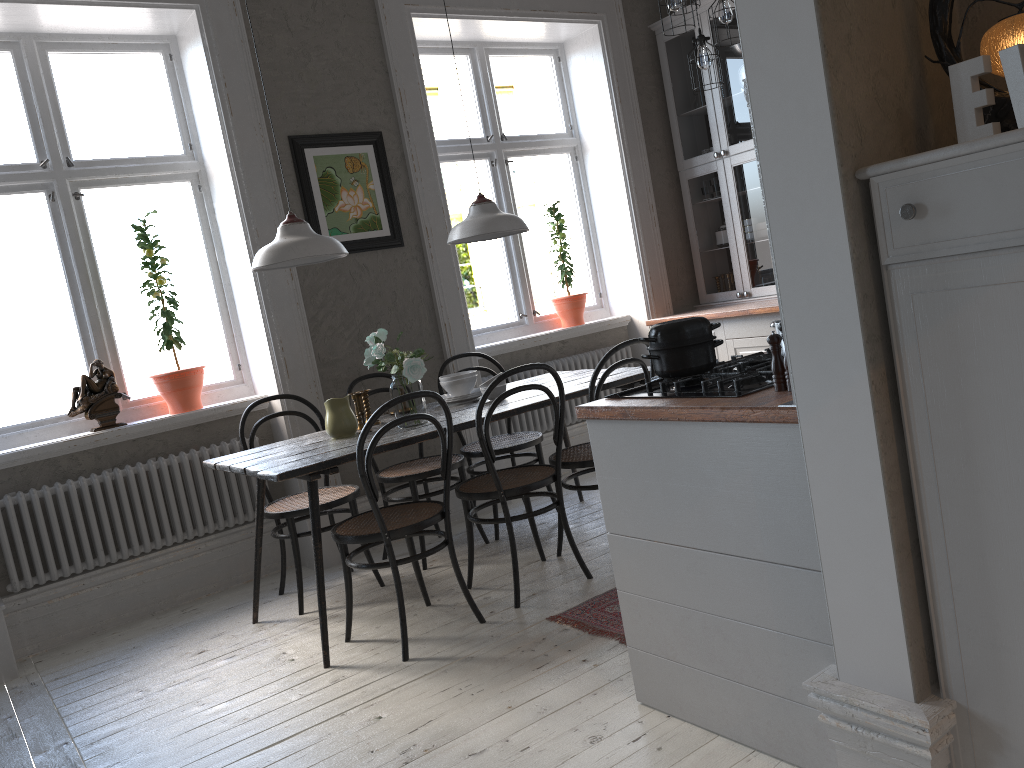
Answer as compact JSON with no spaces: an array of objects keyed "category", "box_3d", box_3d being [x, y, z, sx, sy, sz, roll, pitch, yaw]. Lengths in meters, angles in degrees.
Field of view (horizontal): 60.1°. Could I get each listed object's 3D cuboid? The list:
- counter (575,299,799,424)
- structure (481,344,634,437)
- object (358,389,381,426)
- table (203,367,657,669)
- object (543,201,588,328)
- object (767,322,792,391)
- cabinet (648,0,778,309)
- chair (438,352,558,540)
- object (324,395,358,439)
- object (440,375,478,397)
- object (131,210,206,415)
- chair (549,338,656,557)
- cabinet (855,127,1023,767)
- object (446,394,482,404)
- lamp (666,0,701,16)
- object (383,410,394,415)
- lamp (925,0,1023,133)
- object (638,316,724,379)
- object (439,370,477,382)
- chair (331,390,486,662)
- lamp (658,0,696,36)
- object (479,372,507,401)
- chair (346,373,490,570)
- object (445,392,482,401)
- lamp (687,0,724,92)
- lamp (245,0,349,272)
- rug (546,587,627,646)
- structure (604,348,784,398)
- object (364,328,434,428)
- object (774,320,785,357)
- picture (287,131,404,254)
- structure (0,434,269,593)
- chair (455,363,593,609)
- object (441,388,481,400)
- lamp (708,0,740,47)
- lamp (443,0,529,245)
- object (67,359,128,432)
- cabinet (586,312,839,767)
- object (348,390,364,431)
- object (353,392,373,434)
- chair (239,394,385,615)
[{"category":"counter","box_3d":[1.102,-0.260,4.039,3.456,0.039,3.097,-14,7,-34]},{"category":"structure","box_3d":[0.337,0.047,5.632,1.247,0.428,0.145,-15,7,-36]},{"category":"object","box_3d":[-0.641,0.098,3.909,0.094,0.172,0.098,-6,8,37]},{"category":"table","box_3d":[-0.216,0.475,3.972,1.957,0.735,0.886,-14,7,-35]},{"category":"object","box_3d":[0.330,-0.780,5.778,0.261,0.814,0.258,-11,6,-7]},{"category":"object","box_3d":[0.618,-0.068,2.020,0.036,0.167,0.071,-15,7,-34]},{"category":"cabinet","box_3d":[1.474,-1.473,5.714,0.395,1.922,0.861,-15,7,-34]},{"category":"chair","box_3d":[-0.078,0.287,4.632,0.444,0.921,0.541,-13,7,-22]},{"category":"object","box_3d":[-0.724,0.136,3.694,0.148,0.170,0.137,-9,6,17]},{"category":"object","box_3d":[-0.242,0.019,4.158,0.183,0.094,0.176,-16,8,-43]},{"category":"object","box_3d":[-1.699,-0.349,4.320,0.269,0.992,0.270,-10,6,5]},{"category":"chair","box_3d":[0.406,0.278,3.857,0.446,0.921,0.538,-15,8,-37]},{"category":"cabinet","box_3d":[1.055,0.208,1.482,0.391,1.298,0.653,-15,7,-34]},{"category":"object","box_3d":[-0.232,0.071,4.164,0.240,0.027,0.234,-12,6,-17]},{"category":"lamp","box_3d":[0.646,-2.596,4.048,0.143,1.736,0.150,-5,8,42]},{"category":"object","box_3d":[-0.522,0.080,4.170,0.136,0.112,0.142,-6,7,38]},{"category":"lamp","box_3d":[0.931,-0.602,1.528,0.175,0.558,0.441,-14,7,-26]},{"category":"object","box_3d":[0.459,-0.099,2.390,0.186,0.147,0.196,-6,7,35]},{"category":"object","box_3d":[-0.246,-0.001,4.156,0.183,0.094,0.176,-16,8,-43]},{"category":"chair","box_3d":[-0.429,0.490,3.278,0.446,0.921,0.538,-15,8,-37]},{"category":"lamp","box_3d":[0.594,-2.437,3.893,0.145,1.736,0.148,-9,6,12]},{"category":"object","box_3d":[-0.086,0.013,4.008,0.129,0.119,0.123,-13,6,-19]},{"category":"chair","box_3d":[-0.483,0.389,4.365,0.446,0.921,0.538,-15,8,-37]},{"category":"object","box_3d":[-0.234,0.062,4.163,0.234,0.027,0.241,-8,6,23]},{"category":"lamp","box_3d":[0.801,-2.296,4.231,0.144,1.736,0.149,-8,7,22]},{"category":"lamp","box_3d":[-1.005,-1.383,3.405,0.379,1.860,0.380,-10,6,3]},{"category":"rug","box_3d":[0.839,0.715,3.304,1.314,0.014,0.721,-14,7,-34]},{"category":"structure","box_3d":[0.633,-0.042,2.421,0.617,0.031,0.486,-14,7,-34]},{"category":"object","box_3d":[-0.448,-0.031,3.606,0.256,0.414,0.305,-15,7,-36]},{"category":"object","box_3d":[0.795,-0.144,2.306,0.175,0.134,0.303,-10,6,1]},{"category":"picture","box_3d":[-0.851,-0.992,4.611,0.531,0.620,0.019,-15,7,-35]},{"category":"structure","box_3d":[-1.723,0.575,4.163,1.247,0.428,0.145,-15,7,-36]},{"category":"chair","box_3d":[0.003,0.379,3.591,0.445,0.921,0.539,-14,7,-27]},{"category":"object","box_3d":[-0.235,0.054,4.162,0.239,0.027,0.235,-12,6,-12]},{"category":"lamp","box_3d":[0.865,-2.453,4.071,0.143,1.736,0.150,-5,8,42]},{"category":"lamp","box_3d":[-0.278,-1.570,3.923,0.386,1.860,0.372,-14,7,-27]},{"category":"object","box_3d":[-1.955,0.056,4.127,0.241,0.330,0.117,-14,7,-33]},{"category":"cabinet","box_3d":[1.548,0.102,3.803,1.971,0.855,4.227,-9,6,12]},{"category":"object","box_3d":[-0.666,0.112,3.818,0.062,0.172,0.061,-12,6,-13]},{"category":"object","box_3d":[-0.626,0.119,3.698,0.060,0.167,0.058,-13,7,-21]},{"category":"chair","box_3d":[-0.932,0.505,4.040,0.445,0.921,0.539,-14,7,-27]}]
